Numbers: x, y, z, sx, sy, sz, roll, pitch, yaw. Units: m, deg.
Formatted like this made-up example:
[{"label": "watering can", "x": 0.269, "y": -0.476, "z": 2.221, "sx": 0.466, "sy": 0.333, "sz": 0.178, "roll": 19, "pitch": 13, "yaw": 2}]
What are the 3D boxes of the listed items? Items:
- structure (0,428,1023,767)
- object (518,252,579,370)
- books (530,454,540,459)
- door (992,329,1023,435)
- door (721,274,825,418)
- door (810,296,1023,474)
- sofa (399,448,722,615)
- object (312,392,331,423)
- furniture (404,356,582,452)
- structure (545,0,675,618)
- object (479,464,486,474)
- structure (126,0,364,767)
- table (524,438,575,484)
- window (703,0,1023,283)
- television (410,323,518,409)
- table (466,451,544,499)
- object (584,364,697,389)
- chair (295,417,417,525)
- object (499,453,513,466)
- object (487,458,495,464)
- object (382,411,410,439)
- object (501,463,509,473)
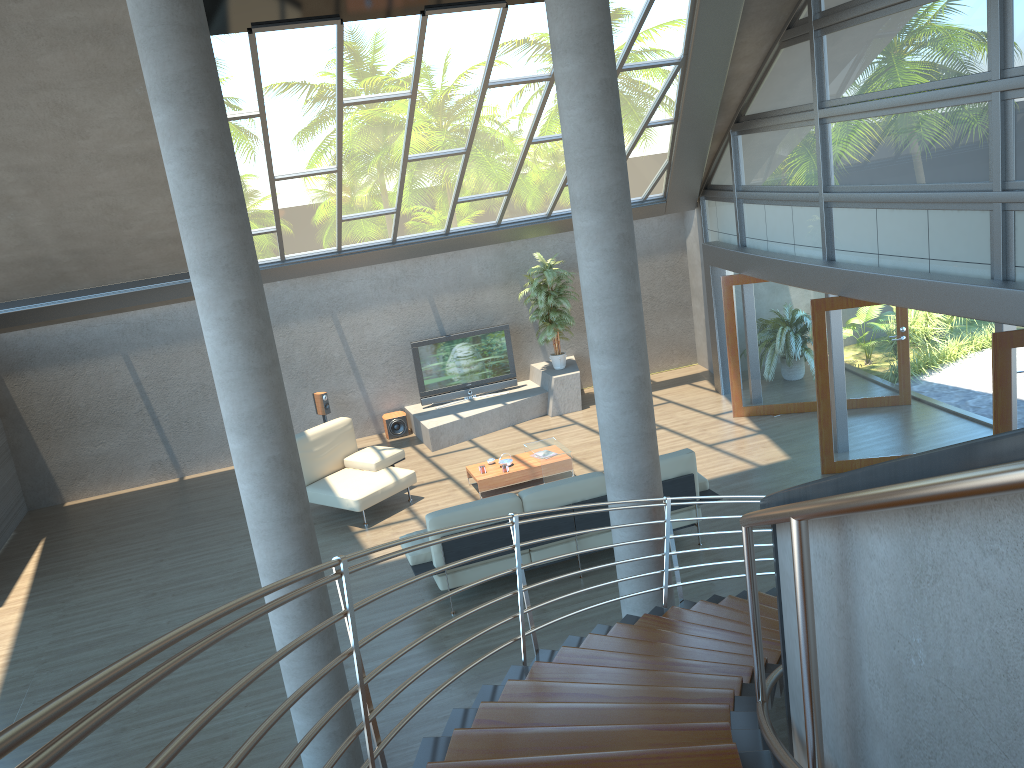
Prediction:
[{"label": "structure", "x": 1.084, "y": 0.948, "z": 3.868, "sx": 2.349, "sy": 3.653, "sz": 6.809, "roll": -3, "pitch": 15, "yaw": 23}, {"label": "object", "x": 0.620, "y": -1.141, "z": 13.787, "sx": 0.932, "sy": 1.857, "sz": 0.895, "roll": 1, "pitch": 16, "yaw": 33}, {"label": "books", "x": 0.369, "y": 0.894, "z": 11.104, "sx": 0.189, "sy": 0.005, "sz": 0.275, "roll": -18, "pitch": 17, "yaw": -33}, {"label": "door", "x": 5.082, "y": 0.407, "z": 7.145, "sx": 2.298, "sy": 1.977, "sz": 0.200, "roll": -7, "pitch": 14, "yaw": 6}, {"label": "door", "x": 4.033, "y": -0.584, "z": 11.779, "sx": 2.298, "sy": 1.977, "sz": 0.200, "roll": -5, "pitch": 14, "yaw": 14}, {"label": "door", "x": 4.432, "y": -0.070, "z": 9.464, "sx": 2.298, "sy": 1.977, "sz": 0.200, "roll": -6, "pitch": 14, "yaw": 8}, {"label": "sofa", "x": 0.441, "y": 1.267, "z": 8.710, "sx": 3.079, "sy": 0.947, "sz": 1.166, "roll": -12, "pitch": 14, "yaw": -15}, {"label": "object", "x": -2.791, "y": 0.592, "z": 13.270, "sx": 0.234, "sy": 0.959, "sz": 0.171, "roll": 3, "pitch": 18, "yaw": 39}, {"label": "furniture", "x": -0.092, "y": 0.262, "z": 13.745, "sx": 2.936, "sy": 0.610, "sz": 1.577, "roll": -12, "pitch": 14, "yaw": -14}, {"label": "structure", "x": 0.552, "y": -1.218, "z": 5.605, "sx": 0.381, "sy": 7.125, "sz": 0.382, "roll": -1, "pitch": 16, "yaw": 28}, {"label": "object", "x": -0.358, "y": 1.032, "z": 10.785, "sx": 0.070, "sy": 0.101, "sz": 0.085, "roll": -12, "pitch": 14, "yaw": -16}, {"label": "structure", "x": -1.652, "y": -0.748, "z": 5.028, "sx": 0.382, "sy": 7.125, "sz": 0.381, "roll": -12, "pitch": 14, "yaw": -14}, {"label": "table", "x": 0.461, "y": 0.957, "z": 11.104, "sx": 0.400, "sy": 0.342, "sz": 0.680, "roll": -12, "pitch": 14, "yaw": -14}, {"label": "window", "x": 5.028, "y": -1.675, "z": 5.825, "sx": 1.098, "sy": 6.630, "sz": 16.616, "roll": -12, "pitch": 14, "yaw": -16}, {"label": "television", "x": -0.729, "y": -0.281, "z": 13.881, "sx": 1.568, "sy": 1.063, "sz": 0.396, "roll": -12, "pitch": 14, "yaw": -14}, {"label": "table", "x": 0.090, "y": 1.090, "z": 11.018, "sx": 1.200, "sy": 0.250, "sz": 0.600, "roll": -12, "pitch": 14, "yaw": -14}, {"label": "object", "x": -1.127, "y": -0.099, "z": 15.110, "sx": 21.345, "sy": 0.982, "sz": 7.863, "roll": -11, "pitch": 14, "yaw": -11}, {"label": "chair", "x": -1.891, "y": 1.016, "z": 10.914, "sx": 1.244, "sy": 1.023, "sz": 1.217, "roll": 3, "pitch": 18, "yaw": 39}, {"label": "object", "x": -0.081, "y": 0.929, "z": 10.905, "sx": 0.178, "sy": 0.161, "sz": 0.178, "roll": -2, "pitch": 15, "yaw": 26}, {"label": "object", "x": -0.262, "y": 0.955, "z": 11.068, "sx": 0.100, "sy": 0.086, "sz": 0.102, "roll": -11, "pitch": 14, "yaw": -10}, {"label": "object", "x": -1.822, "y": 0.632, "z": 13.850, "sx": 0.362, "sy": 0.323, "sz": 0.425, "roll": -12, "pitch": 14, "yaw": -14}, {"label": "object", "x": -0.080, "y": 1.010, "z": 10.705, "sx": 0.085, "sy": 0.101, "sz": 0.070, "roll": -5, "pitch": 14, "yaw": 13}]
